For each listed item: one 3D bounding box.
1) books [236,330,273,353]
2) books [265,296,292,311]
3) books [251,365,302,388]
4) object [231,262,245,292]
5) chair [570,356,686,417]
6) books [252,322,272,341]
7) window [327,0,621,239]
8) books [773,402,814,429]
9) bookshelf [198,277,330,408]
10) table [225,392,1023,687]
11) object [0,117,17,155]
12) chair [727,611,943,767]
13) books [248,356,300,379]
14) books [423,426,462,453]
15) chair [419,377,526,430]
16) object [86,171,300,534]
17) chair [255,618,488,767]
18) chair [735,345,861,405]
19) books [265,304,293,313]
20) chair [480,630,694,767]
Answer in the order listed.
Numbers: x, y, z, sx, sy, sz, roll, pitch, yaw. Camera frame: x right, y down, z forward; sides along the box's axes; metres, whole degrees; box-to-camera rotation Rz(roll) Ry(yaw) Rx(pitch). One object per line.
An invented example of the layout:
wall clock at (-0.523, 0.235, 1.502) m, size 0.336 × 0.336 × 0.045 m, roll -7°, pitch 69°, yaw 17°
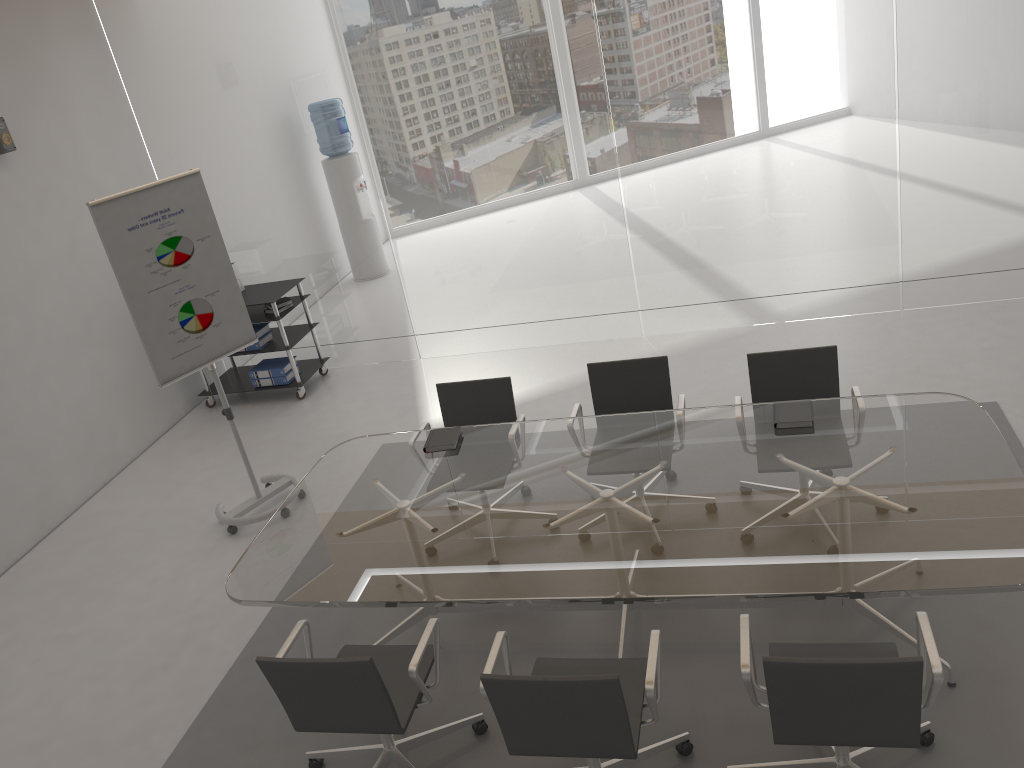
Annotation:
books at (-2.137, -0.343, 7.227) m, size 0.320 × 0.077 × 0.263 m, roll -5°, pitch 25°, yaw 16°
books at (-1.868, -0.646, 7.100) m, size 0.183 × 0.032 × 0.164 m, roll -25°, pitch 26°, yaw -26°
books at (-1.936, -0.068, 7.301) m, size 0.320 × 0.077 × 0.263 m, roll -5°, pitch 25°, yaw 16°
object at (-2.431, -0.804, 7.197) m, size 0.351 × 0.235 × 0.350 m, roll -5°, pitch 25°, yaw 16°
chair at (0.622, 0.360, 4.497) m, size 0.731 × 0.805 × 0.710 m, roll -12°, pitch 23°, yaw 0°
books at (-2.151, -0.409, 7.199) m, size 0.320 × 0.077 × 0.263 m, roll -5°, pitch 25°, yaw 16°
window at (1.887, -5.179, 11.697) m, size 8.533 × 4.498 × 0.100 m, roll -17°, pitch 24°, yaw -11°
books at (1.223, 0.135, 3.855) m, size 0.164 × 0.032 × 0.183 m, roll -4°, pitch 25°, yaw 18°
bookshelf at (-2.139, -0.328, 7.350) m, size 0.985 × 0.855 × 0.567 m, roll -5°, pitch 25°, yaw 16°
table at (0.458, 0.759, 3.776) m, size 3.054 × 0.721 × 1.372 m, roll -5°, pitch 24°, yaw 16°
object at (-3.309, -1.593, 5.705) m, size 0.123 × 0.216 × 0.117 m, roll -5°, pitch 25°, yaw 16°
chair at (1.042, 0.992, 2.867) m, size 0.731 × 0.805 × 0.710 m, roll -12°, pitch 23°, yaw 1°
books at (-1.951, -0.134, 7.273) m, size 0.320 × 0.077 × 0.263 m, roll -5°, pitch 25°, yaw 16°
books at (-0.336, 0.271, 4.321) m, size 0.164 × 0.032 × 0.183 m, roll -8°, pitch 24°, yaw 10°
chair at (-0.183, 0.466, 4.657) m, size 0.731 × 0.805 × 0.710 m, roll -12°, pitch 23°, yaw 0°
object at (-1.774, -0.136, 5.188) m, size 0.560 × 2.088 × 0.553 m, roll -11°, pitch 23°, yaw 3°
chair at (-0.523, 1.133, 3.324) m, size 0.731 × 0.805 × 0.710 m, roll -12°, pitch 23°, yaw 1°
chair at (1.384, 0.319, 4.212) m, size 0.731 × 0.805 × 0.710 m, roll -12°, pitch 23°, yaw 0°
books at (-1.866, -0.612, 7.104) m, size 0.146 × 0.028 × 0.170 m, roll 4°, pitch 28°, yaw 33°
chair at (0.238, 1.095, 3.033) m, size 0.731 × 0.805 × 0.710 m, roll -12°, pitch 23°, yaw 1°
